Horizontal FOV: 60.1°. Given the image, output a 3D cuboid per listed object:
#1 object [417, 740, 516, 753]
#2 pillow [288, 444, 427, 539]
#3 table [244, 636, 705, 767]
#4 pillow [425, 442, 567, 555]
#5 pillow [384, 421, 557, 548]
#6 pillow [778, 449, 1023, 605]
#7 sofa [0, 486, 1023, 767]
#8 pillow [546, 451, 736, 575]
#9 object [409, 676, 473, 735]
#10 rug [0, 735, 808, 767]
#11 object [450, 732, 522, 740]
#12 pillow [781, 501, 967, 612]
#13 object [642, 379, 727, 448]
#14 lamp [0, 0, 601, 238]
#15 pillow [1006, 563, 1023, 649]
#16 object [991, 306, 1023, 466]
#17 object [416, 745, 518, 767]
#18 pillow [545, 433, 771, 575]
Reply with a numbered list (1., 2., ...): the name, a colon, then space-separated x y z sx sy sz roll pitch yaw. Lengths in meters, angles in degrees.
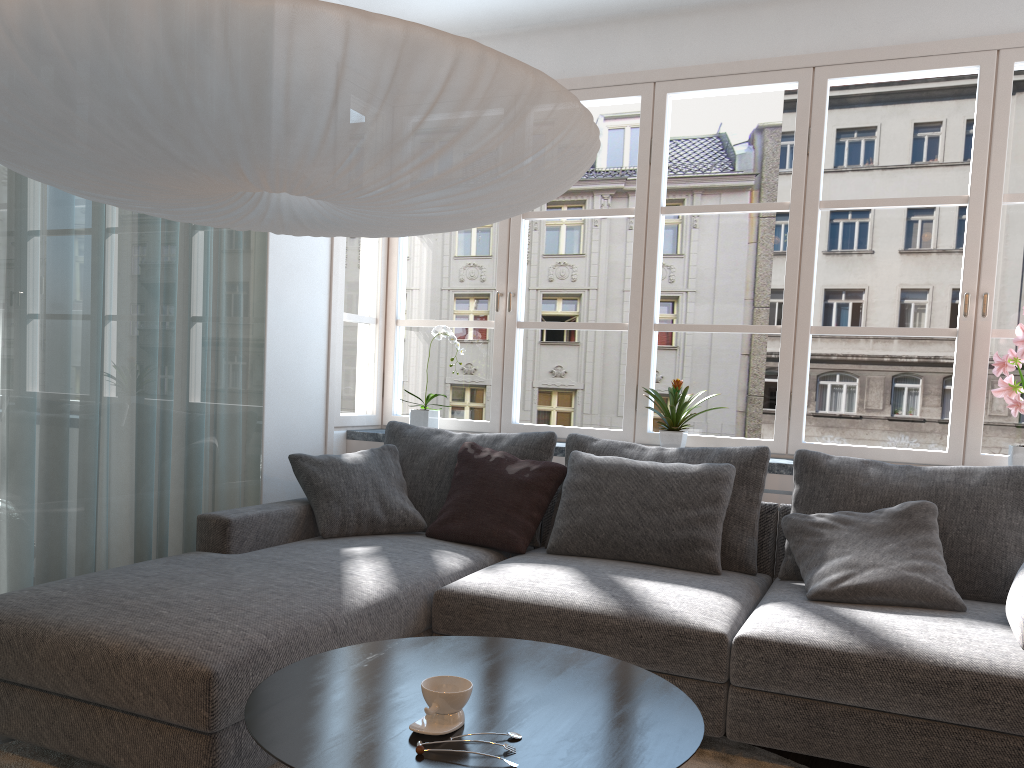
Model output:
1. object: -0.074 0.591 1.451 0.163 0.016 0.025 3 1 -1
2. pillow: -0.638 0.438 3.660 0.515 0.361 0.345 2 2 -27
3. table: -0.077 0.836 1.698 0.845 0.474 0.846 3 1 26
4. pillow: -0.070 0.451 3.570 0.520 0.405 0.310 3 3 25
5. pillow: -0.239 0.420 3.812 0.834 0.480 0.274 3 3 24
6. pillow: 1.393 0.496 3.103 0.835 0.479 0.274 3 3 24
7. sofa: 0.242 0.755 2.677 3.062 0.674 2.037 3 0 24
8. pillow: 0.489 0.478 3.353 0.665 0.399 0.291 3 3 23
9. object: -0.130 0.562 1.541 0.091 0.069 0.139 4 1 36
10. rug: -0.246 1.061 1.678 2.836 0.012 2.830 3 0 3
11. object: -0.044 0.596 1.499 0.124 0.010 0.026 3 0 -10
12. pillow: 1.183 0.545 2.935 0.492 0.322 0.443 3 1 5
13. object: 0.739 0.139 3.871 0.376 0.330 0.321 3 2 -1
14. lamp: -0.536 -0.501 2.043 1.470 0.211 1.465 3 0 -30
15. pillow: 1.579 0.522 2.522 0.286 0.416 0.493 4 2 23
16. object: 1.951 0.015 3.347 0.201 0.694 0.296 3 4 3
17. object: -0.073 0.592 1.408 0.168 0.015 0.015 3 2 11
18. pillow: 0.561 0.455 3.476 0.838 0.477 0.276 3 3 24
